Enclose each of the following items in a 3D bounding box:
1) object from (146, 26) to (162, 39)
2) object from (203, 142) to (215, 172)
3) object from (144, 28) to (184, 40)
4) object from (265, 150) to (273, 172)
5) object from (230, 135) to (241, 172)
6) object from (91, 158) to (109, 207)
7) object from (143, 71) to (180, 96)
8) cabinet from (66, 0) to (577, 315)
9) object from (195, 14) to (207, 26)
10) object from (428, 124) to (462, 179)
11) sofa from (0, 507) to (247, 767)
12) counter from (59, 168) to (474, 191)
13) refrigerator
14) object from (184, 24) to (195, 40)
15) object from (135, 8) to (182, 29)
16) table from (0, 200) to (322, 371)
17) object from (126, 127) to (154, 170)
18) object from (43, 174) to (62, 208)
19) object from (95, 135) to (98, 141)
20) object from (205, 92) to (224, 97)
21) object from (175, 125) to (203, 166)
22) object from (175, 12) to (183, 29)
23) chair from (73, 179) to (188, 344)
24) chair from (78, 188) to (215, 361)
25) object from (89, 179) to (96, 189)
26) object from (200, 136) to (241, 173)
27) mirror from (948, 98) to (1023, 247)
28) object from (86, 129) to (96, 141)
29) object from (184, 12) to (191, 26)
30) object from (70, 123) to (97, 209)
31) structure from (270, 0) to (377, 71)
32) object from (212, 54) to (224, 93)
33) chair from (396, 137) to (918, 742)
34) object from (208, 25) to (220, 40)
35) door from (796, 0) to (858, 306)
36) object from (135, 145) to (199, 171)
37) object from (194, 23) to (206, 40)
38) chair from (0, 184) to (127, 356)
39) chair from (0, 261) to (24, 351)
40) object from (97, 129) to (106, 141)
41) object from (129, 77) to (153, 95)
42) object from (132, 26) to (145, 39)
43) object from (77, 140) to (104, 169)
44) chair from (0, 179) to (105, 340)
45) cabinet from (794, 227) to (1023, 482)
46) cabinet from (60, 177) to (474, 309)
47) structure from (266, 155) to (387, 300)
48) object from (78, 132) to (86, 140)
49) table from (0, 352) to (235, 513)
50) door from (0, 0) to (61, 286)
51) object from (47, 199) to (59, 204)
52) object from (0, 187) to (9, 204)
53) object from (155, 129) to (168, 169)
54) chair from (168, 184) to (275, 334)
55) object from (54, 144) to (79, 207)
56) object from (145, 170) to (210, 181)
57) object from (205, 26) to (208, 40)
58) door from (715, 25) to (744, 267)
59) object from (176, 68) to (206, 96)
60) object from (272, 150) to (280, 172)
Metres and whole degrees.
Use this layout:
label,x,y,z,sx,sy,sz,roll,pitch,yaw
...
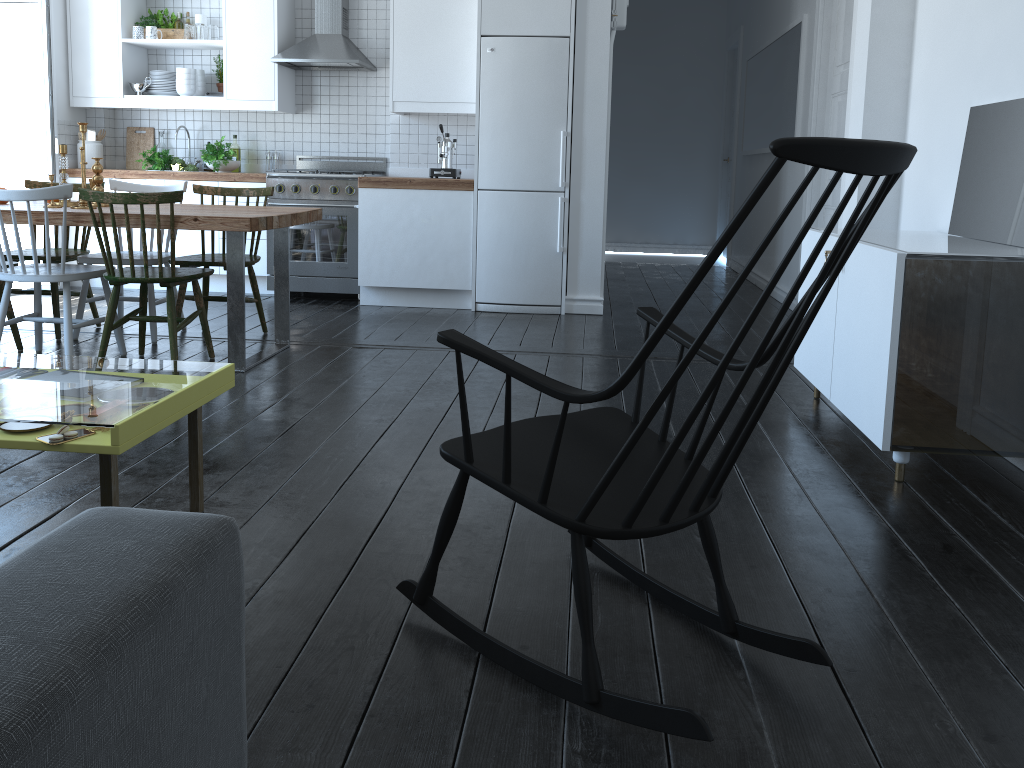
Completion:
label,x,y,z,sx,sy,sz,roll,pitch,yaw
object,-2.632,-2.570,6.464,0.108,0.098,0.084,0,10,-6
object,-2.331,-1.749,6.779,0.085,0.227,0.086,-3,9,-30
object,-2.600,-2.612,6.633,0.393,0.101,0.156,3,12,5
object,-1.860,-1.703,6.746,0.059,0.170,0.060,4,8,18
object,-2.110,-1.757,6.715,0.066,0.278,0.067,1,7,0
object,-2.097,-1.021,4.461,0.101,0.244,0.101,6,9,28
object,-2.621,-2.255,6.640,0.300,0.191,0.312,3,12,6
cabinet,-1.418,-1.815,6.341,3.792,2.336,0.792,3,8,9
object,-2.339,-2.661,6.625,0.085,0.219,0.086,3,8,12
object,-0.470,-1.620,6.153,0.206,0.364,0.360,2,10,5
sofa,-1.586,0.350,0.812,2.373,0.712,1.105,3,12,5
counter,-1.754,-1.486,6.382,3.099,0.072,0.863,3,14,5
refrigerator,0.090,-1.427,6.085,0.576,1.774,0.692,2,8,5
object,-2.350,-2.562,6.422,0.086,0.118,0.087,6,11,28
object,-2.672,-2.700,6.630,0.347,0.250,0.166,1,9,-5
table,-2.193,-0.539,4.430,2.227,0.705,1.038,3,12,5
object,-2.895,-1.834,6.858,0.220,0.325,0.041,2,7,5
object,-2.209,-0.925,4.228,0.080,0.158,0.081,-5,11,-37
object,-3.125,-1.748,6.627,0.051,0.243,0.116,-3,9,-30
object,-2.185,-2.141,6.539,0.245,0.041,0.282,1,13,-2
object,-2.458,-1.786,6.703,0.189,0.347,0.279,-1,10,-18
object,-2.495,-2.674,6.602,0.060,0.221,0.061,0,8,-12
chair,-2.057,-0.692,4.817,0.466,0.829,0.518,2,9,5
chair,-1.639,-0.480,4.022,0.467,0.814,0.494,2,9,3
object,-2.158,-0.988,4.541,0.049,0.137,0.050,2,8,5
object,-2.154,-1.696,6.492,0.271,0.265,0.345,1,11,-5
mirror,1.747,-0.761,3.148,0.054,0.494,0.709,2,12,5
object,-3.155,-1.762,6.596,0.064,0.285,0.143,-1,9,-21
object,-2.441,-2.685,6.640,0.056,0.230,0.057,3,8,8
object,-2.053,-1.041,4.207,0.113,0.404,0.115,-3,9,-33
structure,-1.339,-2.945,6.326,0.633,1.284,0.537,2,8,5
object,-2.158,-2.330,6.650,0.167,0.360,0.172,9,11,41
chair,0.249,0.047,1.683,0.616,0.989,0.917,-6,13,-39
object,-2.185,-2.564,6.445,0.086,0.118,0.087,-3,10,-26
door,2.027,-1.574,5.502,0.116,2.437,1.058,2,8,5
object,-2.536,-1.614,6.516,0.470,0.303,0.288,-3,11,-22
object,-2.267,-2.554,6.399,0.086,0.118,0.087,6,11,28
chair,-2.122,-0.502,4.027,0.466,0.829,0.518,2,9,5
chair,-2.610,-0.521,4.088,0.467,0.814,0.494,2,9,3
object,-3.117,-1.769,6.620,0.131,0.291,0.057,-1,8,-16
object,-2.733,-2.189,6.480,0.210,0.132,0.103,5,10,17
object,-2.753,-2.579,6.491,0.083,0.098,0.110,-3,12,-25
object,-3.156,-1.715,6.592,0.174,0.205,0.177,3,10,9
chair,-2.540,-0.698,4.824,0.467,0.814,0.494,2,9,3
cabinet,1.449,-0.168,3.249,0.590,0.722,1.224,2,12,5
cabinet,-1.753,-1.077,6.492,3.188,0.802,0.742,5,11,13
structure,-1.349,-1.159,6.449,0.700,1.003,0.735,2,9,5
object,-3.196,-1.741,6.563,0.054,0.258,0.151,-1,9,-20
table,-1.492,0.177,2.212,1.401,0.393,0.612,3,12,5
door,-3.501,-1.700,6.193,0.586,1.995,0.106,1,7,-1
object,-2.382,-0.973,4.579,0.089,0.082,0.086,5,11,17
object,-2.611,-0.963,4.503,0.084,0.086,0.092,8,12,31
object,-2.711,-1.812,6.812,0.098,0.313,0.099,2,8,5
chair,-1.570,-0.657,4.758,0.467,0.814,0.494,2,9,3
object,-2.235,-1.039,4.392,0.141,0.306,0.141,-6,11,-42
object,-2.504,-1.541,6.589,0.372,0.109,0.361,3,13,5
object,-2.260,-2.576,6.489,0.086,0.118,0.087,-3,10,-26
door,2.409,-2.569,9.646,0.116,2.436,1.089,2,8,5
object,-2.394,-2.242,6.565,0.150,0.213,0.315,2,12,3
object,-1.800,-1.695,6.719,0.059,0.170,0.060,4,8,18
